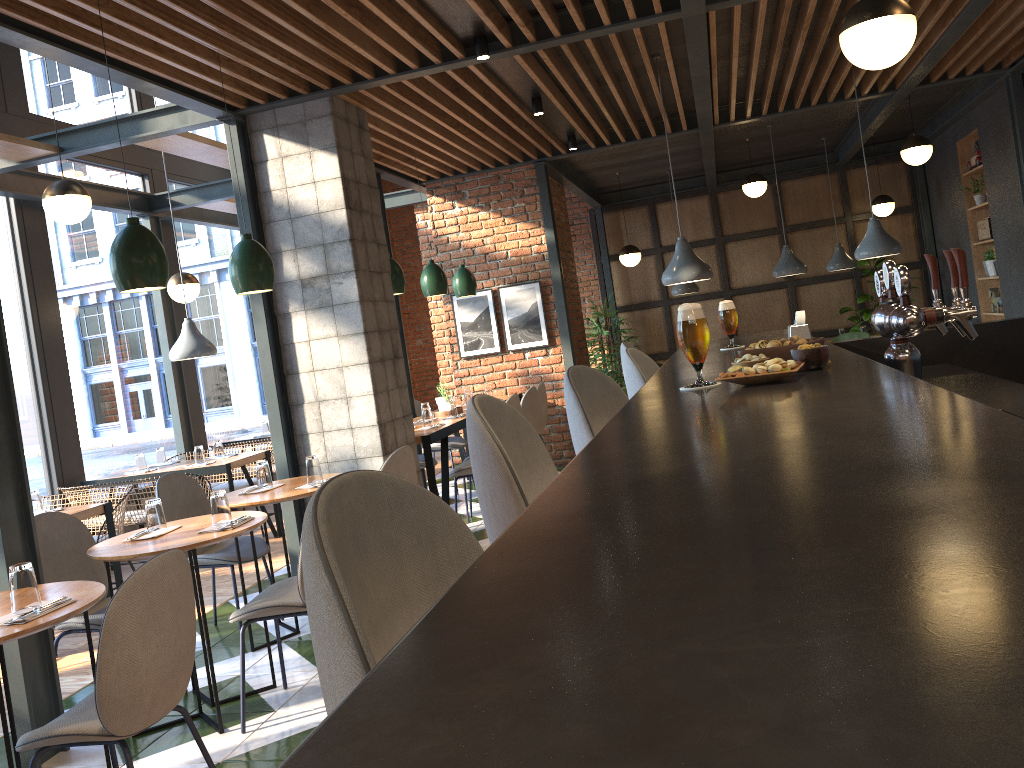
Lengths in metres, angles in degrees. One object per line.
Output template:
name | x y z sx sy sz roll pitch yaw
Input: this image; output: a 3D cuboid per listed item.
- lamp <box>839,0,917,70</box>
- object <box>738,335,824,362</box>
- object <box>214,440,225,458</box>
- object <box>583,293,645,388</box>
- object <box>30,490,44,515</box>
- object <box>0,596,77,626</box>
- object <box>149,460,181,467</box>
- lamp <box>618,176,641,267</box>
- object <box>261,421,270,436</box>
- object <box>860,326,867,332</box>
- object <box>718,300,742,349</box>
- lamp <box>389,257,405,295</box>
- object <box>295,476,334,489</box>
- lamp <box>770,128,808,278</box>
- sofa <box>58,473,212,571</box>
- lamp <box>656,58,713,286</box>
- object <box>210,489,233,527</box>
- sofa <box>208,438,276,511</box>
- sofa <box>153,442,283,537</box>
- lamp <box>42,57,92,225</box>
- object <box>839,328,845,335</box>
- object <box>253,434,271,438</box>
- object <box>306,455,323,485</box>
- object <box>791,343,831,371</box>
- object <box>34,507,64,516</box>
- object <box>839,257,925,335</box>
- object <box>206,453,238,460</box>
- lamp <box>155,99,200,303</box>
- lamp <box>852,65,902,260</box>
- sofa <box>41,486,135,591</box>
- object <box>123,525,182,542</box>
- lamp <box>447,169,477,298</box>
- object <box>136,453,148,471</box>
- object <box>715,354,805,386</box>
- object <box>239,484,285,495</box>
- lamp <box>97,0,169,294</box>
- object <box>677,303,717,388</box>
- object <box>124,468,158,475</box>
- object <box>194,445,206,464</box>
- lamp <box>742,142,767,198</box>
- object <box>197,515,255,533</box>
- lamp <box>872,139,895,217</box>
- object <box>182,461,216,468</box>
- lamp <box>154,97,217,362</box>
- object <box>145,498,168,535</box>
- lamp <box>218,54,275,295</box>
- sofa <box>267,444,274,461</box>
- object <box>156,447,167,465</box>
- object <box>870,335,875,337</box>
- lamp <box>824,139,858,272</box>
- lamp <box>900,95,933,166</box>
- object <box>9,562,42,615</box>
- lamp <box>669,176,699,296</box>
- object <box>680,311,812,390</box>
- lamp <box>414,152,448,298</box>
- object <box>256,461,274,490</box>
lamp | 1.104 -3.053 3.286 0.268 3.792 0.269 -8 1 16
object | 0.647 -0.076 2.118 0.167 0.072 0.169 -7 3 34
object | -2.355 0.520 7.109 0.080 0.138 0.080 -9 1 -11
object | 1.316 -0.379 11.841 0.981 1.722 0.912 -9 1 -21
object | -2.809 0.697 5.212 0.080 0.138 0.080 -9 1 -11
object | -1.419 0.667 2.594 0.157 0.019 0.243 -7 3 17
object | -2.833 0.650 7.255 0.242 0.019 0.158 -8 3 13
lamp | 1.186 -3.308 10.823 0.269 3.792 0.267 -9 1 -33
object | -2.452 0.437 8.807 0.080 0.138 0.080 -10 2 -44
object | 4.128 -0.614 10.406 0.080 0.138 0.080 -8 1 21
object | 0.805 -0.223 3.285 0.070 0.178 0.070 -8 1 17
lamp | -1.011 -1.636 6.333 0.223 2.021 0.224 -8 1 17
object | -0.974 0.494 4.433 0.157 0.019 0.243 -7 3 19
lamp | 2.568 -3.350 9.199 0.354 4.488 0.352 -9 1 -41
sofa | -2.731 1.033 6.466 1.090 0.732 0.471 -8 1 14
lamp | 0.886 -2.921 6.097 0.354 4.488 0.352 -9 1 -41
object | -1.197 0.507 3.635 0.080 0.138 0.080 -9 2 -36
sofa | -2.284 0.859 8.338 1.090 0.732 0.471 -8 1 14
sofa | -2.469 0.931 7.563 1.090 0.732 0.471 -8 1 14
lamp | -2.946 -2.840 5.335 0.269 3.792 0.267 -9 1 -33
object | 3.966 -0.604 10.643 0.080 0.138 0.080 -9 1 -8
object | -2.454 0.505 8.786 0.242 0.019 0.158 -8 3 13
object | -0.999 0.430 4.460 0.080 0.138 0.080 -9 1 -18
object | 0.656 -0.061 1.946 0.078 0.060 0.108 -8 3 22
object | -2.773 0.757 5.230 0.242 0.019 0.158 -8 3 16
object | 4.634 -0.863 11.051 1.054 1.794 0.724 -8 1 24
object | -2.319 0.581 7.127 0.242 0.019 0.158 -8 3 16
lamp | -3.101 -2.575 7.652 0.269 3.792 0.268 -9 1 -18
lamp | 2.557 -3.219 6.950 0.354 4.488 0.352 -9 1 -41
sofa | -2.912 1.103 5.711 1.090 0.732 0.471 -8 1 14
object | -1.491 0.614 3.689 0.157 0.019 0.243 -8 3 11
lamp | -0.569 -1.808 8.183 0.223 2.021 0.224 -8 1 17
object | -2.901 0.612 6.924 0.080 0.138 0.080 -9 1 -11
object | 0.535 -0.035 1.880 0.163 0.052 0.293 -7 3 22
object | -1.281 0.533 4.559 0.157 0.019 0.243 -7 3 19
lamp | -1.660 -1.383 3.619 0.223 2.021 0.224 -8 1 17
object | 0.398 -0.087 1.928 0.070 0.182 0.070 -8 1 34
object | -2.905 0.680 6.904 0.242 0.019 0.158 -8 3 16
object | -2.397 0.544 6.799 0.080 0.138 0.080 -8 1 16
lamp | 2.433 -3.947 9.815 0.268 3.792 0.268 -9 1 -7
object | -1.169 0.571 3.610 0.157 0.019 0.243 -8 3 11
lamp | 4.271 -3.918 10.803 0.269 3.792 0.267 -9 1 -33
object | -2.404 0.613 6.779 0.242 0.019 0.158 -8 3 13
lamp | -2.788 -2.417 6.826 0.354 4.488 0.352 -9 1 -24
object | -1.480 0.547 3.673 0.080 0.138 0.080 -8 1 24
lamp | -1.453 -1.464 4.485 0.223 2.021 0.224 -8 1 17
sofa | -2.022 0.756 9.435 1.090 0.732 0.471 -8 1 14
object | -2.869 0.589 7.236 0.080 0.138 0.080 -8 1 16
object | 4.132 -0.546 10.376 0.243 0.019 0.157 -10 4 -31
lamp | 3.595 -3.578 10.504 0.354 4.488 0.352 -9 1 -41
lamp | 3.442 -3.878 8.089 0.269 3.792 0.268 -9 1 -14
object | -1.445 0.602 2.621 0.080 0.138 0.080 -9 2 -40
lamp | 1.889 -3.370 11.291 0.354 4.488 0.352 -9 1 -41
object | 0.717 -0.129 2.574 0.321 0.106 1.515 -8 3 17
lamp | -0.776 -1.728 7.317 0.223 2.021 0.224 -8 1 17
object | -1.273 0.466 4.539 0.080 0.138 0.080 -9 1 -8
